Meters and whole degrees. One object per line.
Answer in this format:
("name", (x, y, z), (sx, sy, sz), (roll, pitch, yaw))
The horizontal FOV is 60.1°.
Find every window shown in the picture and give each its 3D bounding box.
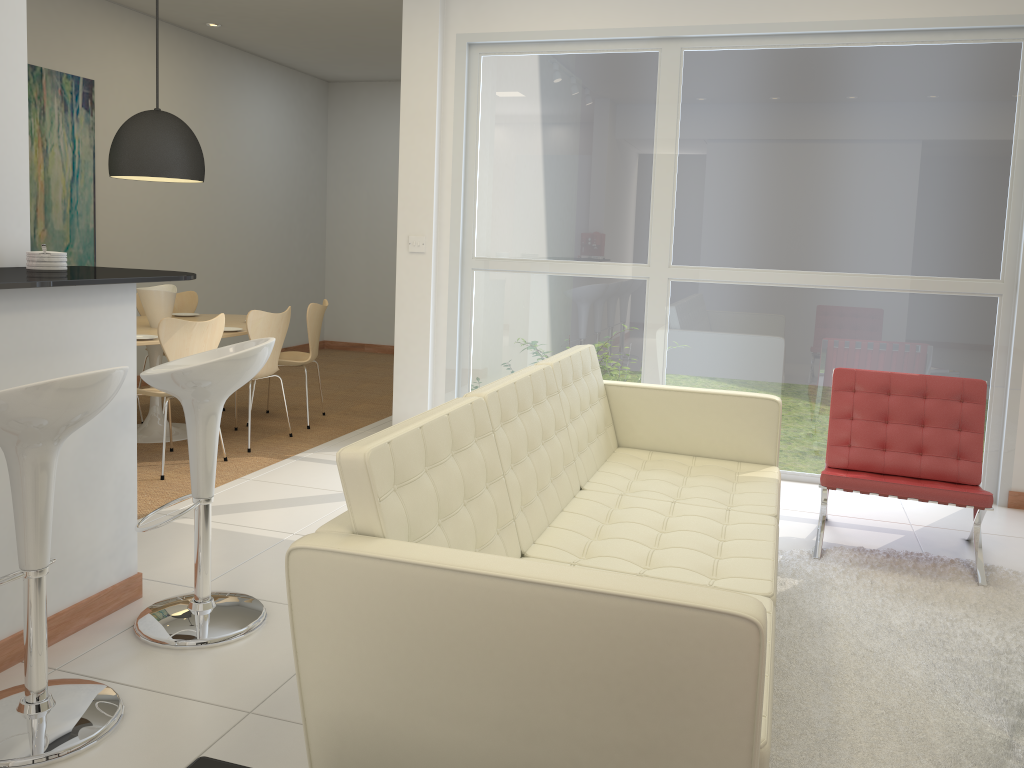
("window", (1.241, -0.790, 5.419), (3.436, 2.698, 0.122), (5, 6, 17))

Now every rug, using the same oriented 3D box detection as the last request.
("rug", (1.446, 1.034, 2.564), (2.446, 0.004, 3.348), (5, 10, 18))

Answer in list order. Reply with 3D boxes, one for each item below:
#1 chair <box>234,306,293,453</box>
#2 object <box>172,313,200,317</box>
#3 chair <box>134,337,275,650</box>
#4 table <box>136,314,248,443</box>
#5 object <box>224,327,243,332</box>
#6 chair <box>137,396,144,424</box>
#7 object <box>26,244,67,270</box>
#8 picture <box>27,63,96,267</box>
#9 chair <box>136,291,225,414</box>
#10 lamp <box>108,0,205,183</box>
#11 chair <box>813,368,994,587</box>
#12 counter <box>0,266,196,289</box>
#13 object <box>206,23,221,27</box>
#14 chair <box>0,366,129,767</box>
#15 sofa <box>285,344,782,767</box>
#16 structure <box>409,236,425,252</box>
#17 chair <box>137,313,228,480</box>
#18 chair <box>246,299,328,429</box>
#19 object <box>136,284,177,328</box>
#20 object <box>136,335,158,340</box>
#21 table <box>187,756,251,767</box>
("chair", (-1.755, -0.063, 5.852), (0.516, 0.901, 0.524), (4, 7, 17))
("object", (-2.502, -0.528, 6.775), (0.210, 0.015, 0.212), (1, 9, -5))
("chair", (-1.074, 0.345, 3.102), (0.465, 1.015, 0.460), (3, 6, 3))
("table", (-2.419, -0.025, 5.997), (1.281, 0.724, 2.276), (5, 9, 18))
("object", (-1.894, -0.359, 5.869), (0.210, 0.015, 0.211), (-2, 10, -26))
("chair", (-2.912, -0.145, 6.083), (0.516, 0.901, 0.524), (5, 7, 21))
("object", (-1.789, -0.488, 3.383), (0.140, 0.097, 0.174), (4, 8, 10))
("picture", (-3.603, -1.542, 6.265), (0.020, 1.497, 1.749), (4, 8, 17))
("chair", (-2.562, -0.246, 6.793), (0.518, 0.901, 0.522), (8, 9, 41))
("lamp", (-2.323, -2.094, 5.799), (0.595, 1.484, 0.597), (4, 7, 19))
("chair", (1.839, 0.385, 4.168), (0.701, 0.812, 0.710), (5, 8, 22))
("counter", (-1.927, -0.255, 2.261), (0.736, 0.019, 2.982), (5, 10, 17))
("object", (-2.646, -3.181, 7.845), (0.129, 0.010, 0.130), (-3, 10, -28))
("chair", (-1.290, 0.448, 2.405), (0.466, 1.015, 0.459), (6, 7, 28))
("sofa", (0.370, 0.465, 2.952), (1.002, 0.916, 2.580), (5, 9, 17))
("structure", (-0.627, -0.921, 5.828), (0.114, 0.104, 0.013), (5, 6, 17))
("chair", (-1.995, 0.036, 5.178), (0.517, 0.901, 0.524), (5, 7, 24))
("chair", (-1.628, -0.170, 6.547), (0.516, 0.901, 0.525), (2, 7, 0))
("object", (-2.382, -0.523, 5.952), (0.271, 0.278, 0.262), (-3, 9, -37))
("object", (-2.213, -0.275, 5.270), (0.211, 0.015, 0.211), (11, 12, 43))
("table", (-0.253, 0.980, 1.197), (0.917, 0.420, 0.705), (5, 9, 17))
